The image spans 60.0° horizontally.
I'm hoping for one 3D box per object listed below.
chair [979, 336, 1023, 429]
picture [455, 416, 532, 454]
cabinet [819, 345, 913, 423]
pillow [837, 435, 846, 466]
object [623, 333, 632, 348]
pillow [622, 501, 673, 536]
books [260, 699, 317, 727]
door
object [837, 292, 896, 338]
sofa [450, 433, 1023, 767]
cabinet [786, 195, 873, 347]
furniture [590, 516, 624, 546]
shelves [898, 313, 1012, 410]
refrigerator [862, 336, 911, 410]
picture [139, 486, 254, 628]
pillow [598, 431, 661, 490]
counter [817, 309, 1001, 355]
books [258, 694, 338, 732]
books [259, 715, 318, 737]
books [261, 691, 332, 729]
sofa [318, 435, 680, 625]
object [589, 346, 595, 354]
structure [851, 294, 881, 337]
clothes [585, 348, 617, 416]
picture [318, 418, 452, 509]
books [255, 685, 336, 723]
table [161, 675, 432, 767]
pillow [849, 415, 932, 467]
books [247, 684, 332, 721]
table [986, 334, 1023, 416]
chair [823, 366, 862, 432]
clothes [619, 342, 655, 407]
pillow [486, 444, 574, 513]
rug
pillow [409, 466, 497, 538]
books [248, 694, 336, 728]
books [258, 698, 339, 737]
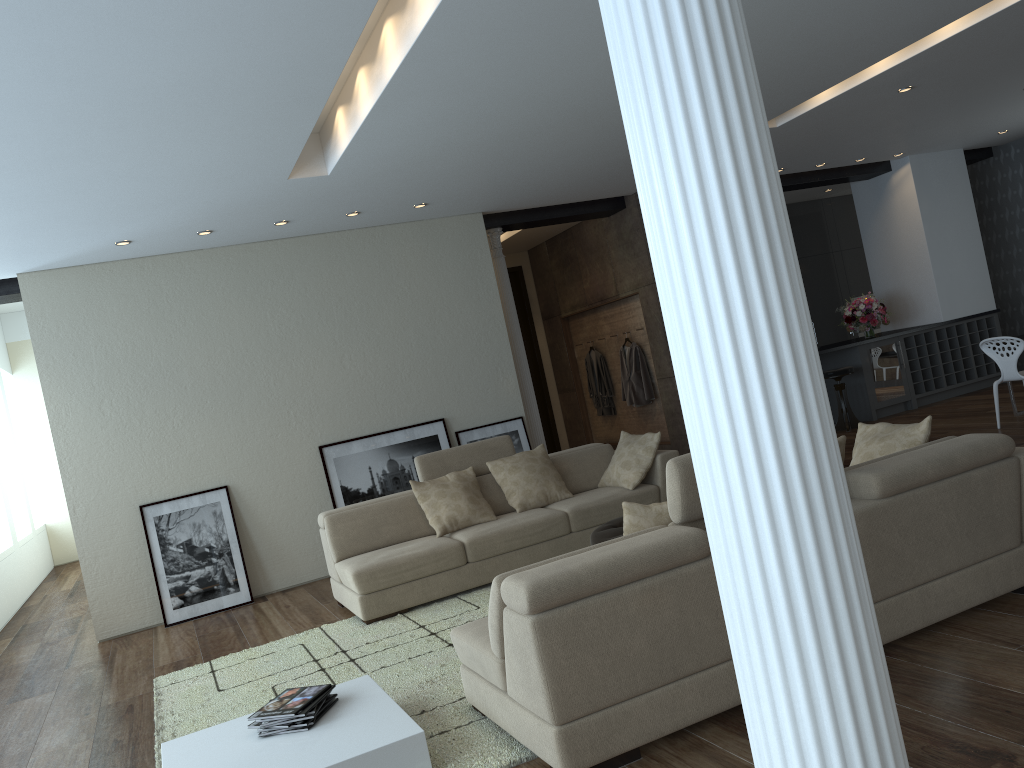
[{"bbox_3d":[4.566,-0.056,7.879,0.581,0.835,0.495,-12,1,-23],"label":"chair"},{"bbox_3d":[-0.081,0.856,8.344,0.700,0.988,0.195,-12,1,-23],"label":"picture"},{"bbox_3d":[4.222,-0.039,10.825,0.642,0.897,0.900,-12,1,-23],"label":"cabinet"},{"bbox_3d":[1.255,0.497,3.963,0.534,0.439,0.301,-12,0,-19],"label":"pillow"},{"bbox_3d":[1.319,-0.485,10.125,0.010,0.219,0.430,-12,1,-23],"label":"object"},{"bbox_3d":[0.689,0.630,3.735,0.519,0.416,0.368,-12,0,-18],"label":"pillow"},{"bbox_3d":[-0.910,1.332,3.665,0.220,0.010,0.300,-12,0,-8],"label":"books"},{"bbox_3d":[-0.084,-0.103,11.816,1.037,2.814,0.246,-12,1,-23],"label":"door"},{"bbox_3d":[4.309,-0.837,10.816,0.544,0.552,0.570,-12,0,-16],"label":"object"},{"bbox_3d":[1.047,0.674,3.879,2.581,0.950,1.021,-12,1,-23],"label":"sofa"},{"bbox_3d":[4.211,-1.129,13.224,7.409,2.980,0.827,-12,1,-23],"label":"cabinet"},{"bbox_3d":[1.007,0.956,5.289,1.057,0.355,1.057,-12,0,-21],"label":"furniture"},{"bbox_3d":[5.278,-0.269,11.276,1.700,0.897,0.900,-12,1,-23],"label":"shelves"},{"bbox_3d":[4.399,-0.134,10.437,0.578,0.774,0.075,-12,0,-19],"label":"refrigerator"},{"bbox_3d":[-2.584,1.400,7.277,0.700,0.988,0.195,-12,1,-23],"label":"picture"},{"bbox_3d":[0.910,0.569,6.781,0.395,0.393,0.518,-12,1,-26],"label":"pillow"},{"bbox_3d":[4.278,-0.530,10.887,3.700,0.040,1.000,-12,1,-23],"label":"counter"},{"bbox_3d":[-0.880,1.355,3.659,0.220,0.010,0.300,-12,0,12],"label":"books"},{"bbox_3d":[-0.902,1.370,3.665,0.220,0.010,0.300,-12,0,-3],"label":"books"},{"bbox_3d":[-0.884,1.336,3.659,0.220,0.010,0.300,-12,0,2],"label":"books"},{"bbox_3d":[-0.067,0.890,6.599,2.581,0.950,1.021,-12,1,-23],"label":"sofa"},{"bbox_3d":[0.988,-0.421,10.962,0.010,0.219,0.430,-12,1,-23],"label":"object"},{"bbox_3d":[5.266,-1.019,13.528,0.595,0.596,0.591,-12,1,-23],"label":"structure"},{"bbox_3d":[1.057,-0.013,10.965,0.141,0.855,0.569,-12,1,-22],"label":"clothes"},{"bbox_3d":[-1.012,0.983,7.938,1.183,1.140,0.225,-12,1,-23],"label":"picture"},{"bbox_3d":[-0.888,1.317,3.659,0.220,0.010,0.300,-12,0,12],"label":"books"},{"bbox_3d":[-0.877,1.468,3.474,0.900,0.170,0.900,-12,1,-23],"label":"table"},{"bbox_3d":[1.855,0.386,4.476,0.395,0.393,0.518,-12,0,-19],"label":"pillow"},{"bbox_3d":[-0.914,1.313,3.664,0.220,0.010,0.300,-12,0,17],"label":"books"},{"bbox_3d":[5.803,-0.262,7.218,1.200,0.733,3.400,-12,1,-23],"label":"table"},{"bbox_3d":[4.310,0.209,6.716,16.134,0.952,21.556,-12,1,-23],"label":"chair"},{"bbox_3d":[1.382,-0.102,10.132,0.173,0.735,0.700,-12,1,-24],"label":"clothes"},{"bbox_3d":[0.130,0.714,6.708,0.534,0.439,0.301,-12,1,-26],"label":"pillow"},{"bbox_3d":[0.260,1.309,4.930,4.231,0.020,2.972,-12,1,-23],"label":"rug"},{"bbox_3d":[-0.426,0.846,6.456,0.519,0.416,0.368,-12,1,-27],"label":"pillow"},{"bbox_3d":[-0.906,1.351,3.665,0.220,0.010,0.300,-12,1,27],"label":"books"},{"bbox_3d":[-0.876,1.374,3.660,0.220,0.010,0.300,-12,0,12],"label":"books"}]
